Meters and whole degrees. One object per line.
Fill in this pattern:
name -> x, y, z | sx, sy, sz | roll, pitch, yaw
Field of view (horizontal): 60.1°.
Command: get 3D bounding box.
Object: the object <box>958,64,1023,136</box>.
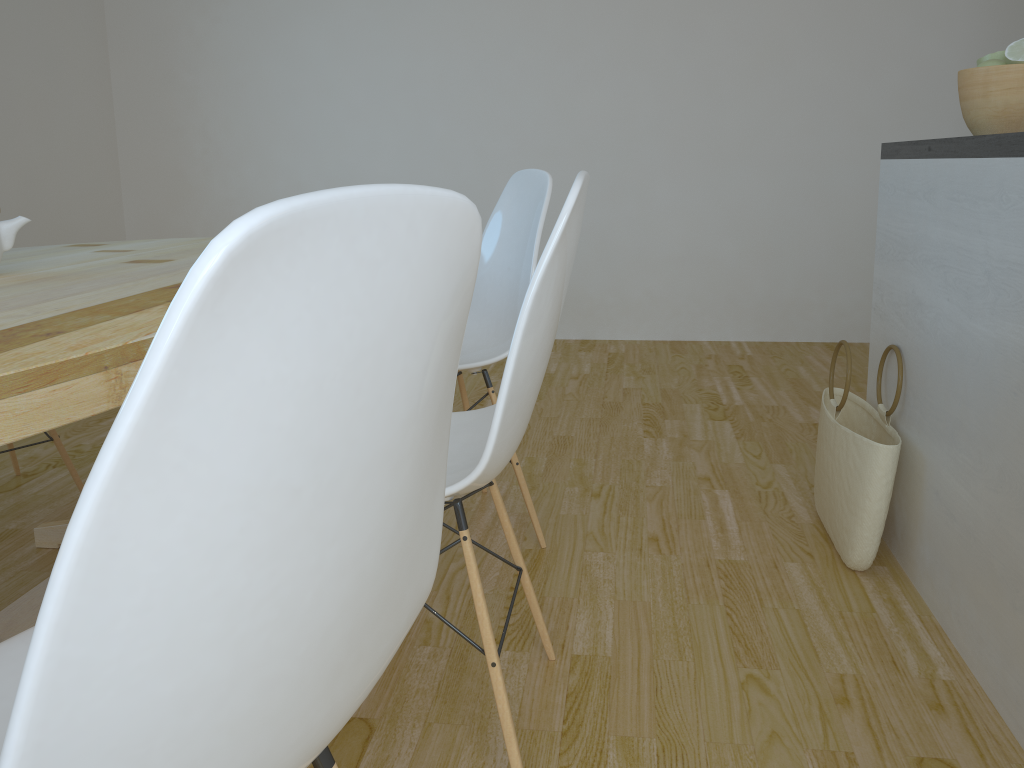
object -> 1.040, -0.586, 1.848 | 0.205, 0.140, 0.207 | -8, 15, -30

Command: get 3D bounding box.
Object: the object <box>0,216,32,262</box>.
object -> -0.975, -0.292, 1.562 | 0.177, 0.209, 0.149 | 1, 12, 7

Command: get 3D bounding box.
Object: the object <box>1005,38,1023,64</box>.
object -> 1.027, -0.658, 1.766 | 0.077, 0.071, 0.074 | 7, 15, 32

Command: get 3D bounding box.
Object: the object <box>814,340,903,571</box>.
object -> 0.356, 0.179, 1.991 | 1.190, 0.496, 0.476 | -4, 13, -14

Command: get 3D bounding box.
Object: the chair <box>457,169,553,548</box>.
chair -> -0.179, -0.067, 2.173 | 0.524, 0.891, 0.434 | -6, 12, -22

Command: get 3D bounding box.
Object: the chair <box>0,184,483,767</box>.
chair -> -0.297, 0.297, 0.708 | 0.524, 0.891, 0.434 | 5, 13, 27

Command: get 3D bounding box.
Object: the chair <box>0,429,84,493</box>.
chair -> -1.496, -0.093, 2.360 | 0.525, 0.891, 0.433 | 8, 14, 37

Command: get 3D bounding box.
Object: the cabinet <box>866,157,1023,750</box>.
cabinet -> 1.065, 0.179, 1.082 | 0.600, 0.899, 2.431 | 1, 14, 8

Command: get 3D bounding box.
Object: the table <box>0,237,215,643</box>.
table -> -0.928, 0.213, 1.445 | 1.193, 0.716, 2.218 | 1, 14, 6

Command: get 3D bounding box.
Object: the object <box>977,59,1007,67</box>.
object -> 1.004, -0.630, 1.833 | 0.081, 0.084, 0.098 | -7, 14, -27

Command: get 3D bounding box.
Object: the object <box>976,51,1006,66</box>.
object -> 1.041, -0.675, 1.895 | 0.086, 0.064, 0.085 | 4, 13, 19

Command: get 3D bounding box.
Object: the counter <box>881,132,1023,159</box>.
counter -> 1.058, -0.283, 0.996 | 0.600, 0.039, 2.431 | 1, 14, 8
